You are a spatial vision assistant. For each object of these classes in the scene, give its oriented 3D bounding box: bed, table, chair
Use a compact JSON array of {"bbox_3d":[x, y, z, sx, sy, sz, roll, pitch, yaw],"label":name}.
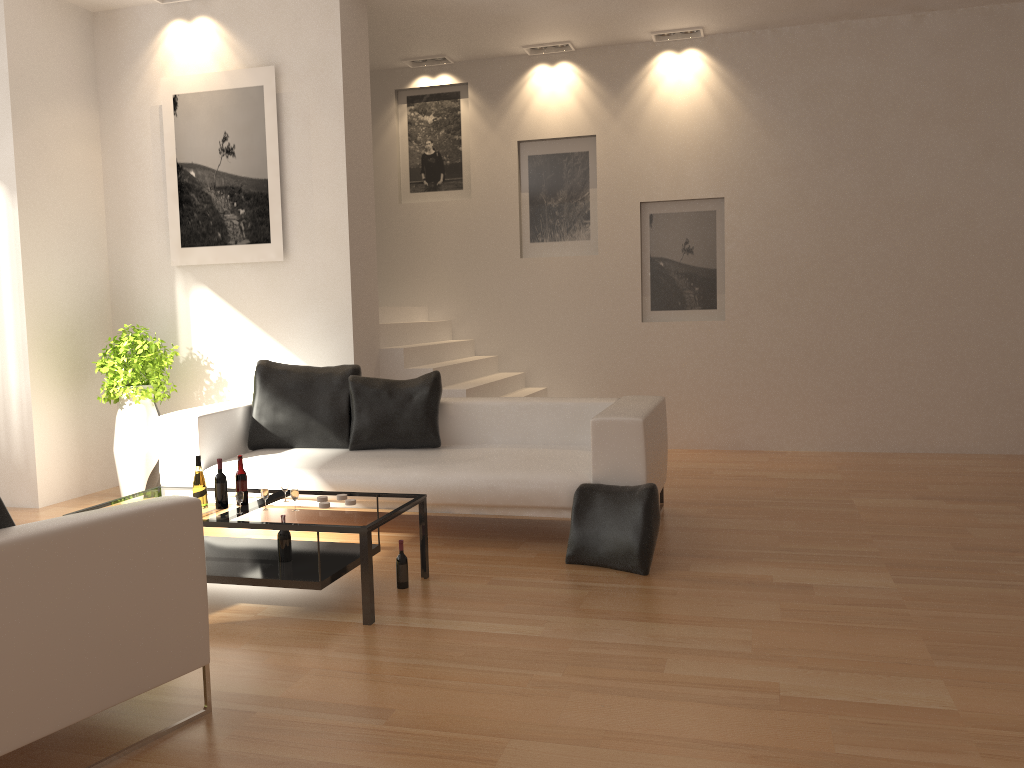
[{"bbox_3d":[-0.604,0.506,5.734,3.075,0.761,1.262,0,5,15],"label":"bed"},{"bbox_3d":[-1.270,0.817,4.343,1.566,0.460,0.709,0,5,15],"label":"table"},{"bbox_3d":[-2.019,0.771,2.909,1.671,0.761,1.262,1,5,30],"label":"chair"}]

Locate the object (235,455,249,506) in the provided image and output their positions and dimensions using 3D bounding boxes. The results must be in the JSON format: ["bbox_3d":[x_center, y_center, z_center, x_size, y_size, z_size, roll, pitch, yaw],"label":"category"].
[{"bbox_3d":[-1.320,0.470,4.324,0.057,0.248,0.057,2,6,33],"label":"object"}]

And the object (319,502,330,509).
[{"bbox_3d":[-0.883,0.571,4.177,0.052,0.021,0.052,2,6,38],"label":"object"}]

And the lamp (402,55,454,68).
[{"bbox_3d":[-0.807,-3.174,8.517,0.446,0.166,0.243,0,5,15],"label":"lamp"}]

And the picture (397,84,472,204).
[{"bbox_3d":[-0.769,-2.372,8.783,0.802,1.155,0.005,0,5,15],"label":"picture"}]

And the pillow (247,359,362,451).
[{"bbox_3d":[-1.409,0.160,6.076,0.755,0.666,0.346,-1,5,1],"label":"pillow"}]

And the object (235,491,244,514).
[{"bbox_3d":[-1.266,0.552,4.125,0.039,0.101,0.039,-4,5,-32],"label":"object"}]

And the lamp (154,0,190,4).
[{"bbox_3d":[-2.495,-2.974,6.593,0.446,0.166,0.243,0,5,15],"label":"lamp"}]

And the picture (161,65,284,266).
[{"bbox_3d":[-2.206,-1.637,6.736,0.979,1.431,0.004,0,5,15],"label":"picture"}]

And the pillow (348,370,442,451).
[{"bbox_3d":[-0.777,0.180,5.926,0.628,0.524,0.270,-2,5,-1],"label":"pillow"}]

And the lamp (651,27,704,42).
[{"bbox_3d":[1.472,-3.183,7.889,0.446,0.166,0.243,0,5,15],"label":"lamp"}]

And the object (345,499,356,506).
[{"bbox_3d":[-0.769,0.564,4.227,0.052,0.021,0.052,-2,5,-7],"label":"object"}]

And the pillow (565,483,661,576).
[{"bbox_3d":[0.547,0.748,4.663,0.503,0.457,0.340,2,6,34],"label":"pillow"}]

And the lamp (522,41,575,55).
[{"bbox_3d":[0.341,-3.178,8.201,0.446,0.166,0.243,0,5,15],"label":"lamp"}]

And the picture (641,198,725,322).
[{"bbox_3d":[1.588,-1.138,8.243,0.802,1.155,0.005,0,5,15],"label":"picture"}]

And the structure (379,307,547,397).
[{"bbox_3d":[-1.562,0.004,8.187,4.625,1.403,1.839,0,5,15],"label":"structure"}]

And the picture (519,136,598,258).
[{"bbox_3d":[0.448,-1.782,8.500,0.802,1.155,0.005,0,5,15],"label":"picture"}]

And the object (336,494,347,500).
[{"bbox_3d":[-0.835,0.555,4.353,0.052,0.021,0.052,-2,5,-7],"label":"object"}]

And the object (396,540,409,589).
[{"bbox_3d":[-0.536,0.881,4.322,0.059,0.244,0.059,-2,5,-8],"label":"object"}]

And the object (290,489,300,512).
[{"bbox_3d":[-1.016,0.543,4.153,0.039,0.101,0.039,-4,5,-26],"label":"object"}]

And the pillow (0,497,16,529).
[{"bbox_3d":[-1.690,0.455,2.519,0.506,0.666,0.324,-1,5,6],"label":"pillow"}]

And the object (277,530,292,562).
[{"bbox_3d":[-1.090,0.745,4.246,0.065,0.217,0.065,-2,5,-2],"label":"object"}]

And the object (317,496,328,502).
[{"bbox_3d":[-0.924,0.560,4.319,0.052,0.021,0.052,-2,5,-7],"label":"object"}]

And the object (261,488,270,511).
[{"bbox_3d":[-1.166,0.545,4.189,0.039,0.101,0.039,-4,5,-26],"label":"object"}]

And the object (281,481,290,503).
[{"bbox_3d":[-1.115,0.529,4.360,0.039,0.101,0.039,-4,5,-26],"label":"object"}]

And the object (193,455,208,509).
[{"bbox_3d":[-1.506,0.473,4.272,0.068,0.257,0.067,2,6,34],"label":"object"}]

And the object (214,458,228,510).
[{"bbox_3d":[-1.395,0.479,4.249,0.059,0.244,0.059,0,5,16],"label":"object"}]

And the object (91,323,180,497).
[{"bbox_3d":[-2.817,0.204,6.714,0.570,1.324,0.631,1,5,30],"label":"object"}]
